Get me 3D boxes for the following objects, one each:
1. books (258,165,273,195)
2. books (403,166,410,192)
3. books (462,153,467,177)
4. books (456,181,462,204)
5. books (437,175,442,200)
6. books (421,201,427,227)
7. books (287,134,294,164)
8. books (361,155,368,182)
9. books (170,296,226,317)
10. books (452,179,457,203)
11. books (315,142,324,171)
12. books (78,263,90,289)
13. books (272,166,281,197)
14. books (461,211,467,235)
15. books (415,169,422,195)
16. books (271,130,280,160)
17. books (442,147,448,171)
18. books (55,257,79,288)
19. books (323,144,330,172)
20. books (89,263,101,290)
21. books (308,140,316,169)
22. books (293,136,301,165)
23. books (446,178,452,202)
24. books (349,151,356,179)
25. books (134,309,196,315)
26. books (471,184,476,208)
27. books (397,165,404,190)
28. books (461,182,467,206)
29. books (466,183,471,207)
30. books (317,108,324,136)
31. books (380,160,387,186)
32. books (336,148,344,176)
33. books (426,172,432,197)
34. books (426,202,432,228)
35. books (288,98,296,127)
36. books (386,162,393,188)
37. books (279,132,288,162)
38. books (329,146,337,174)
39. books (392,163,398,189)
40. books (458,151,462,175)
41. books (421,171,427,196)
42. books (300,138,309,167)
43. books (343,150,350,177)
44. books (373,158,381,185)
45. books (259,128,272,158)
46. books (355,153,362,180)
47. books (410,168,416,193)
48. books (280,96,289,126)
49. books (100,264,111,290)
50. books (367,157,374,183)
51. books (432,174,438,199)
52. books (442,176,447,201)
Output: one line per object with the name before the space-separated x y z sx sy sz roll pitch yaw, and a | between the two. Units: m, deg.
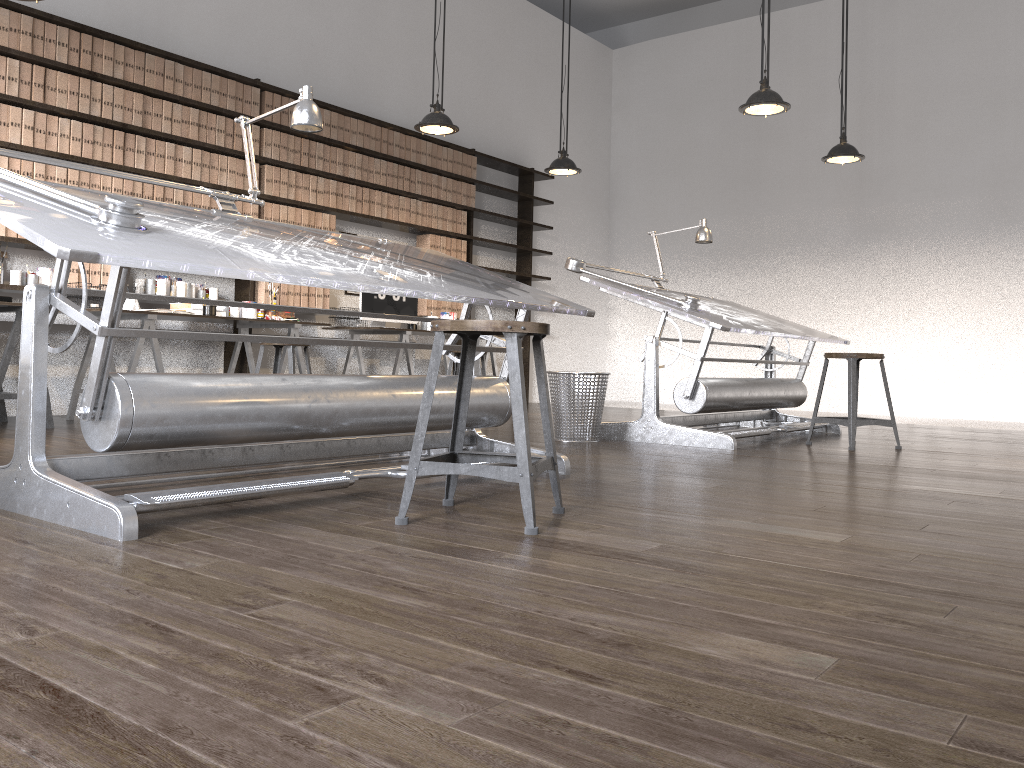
books | -1.874 -1.517 6.639 0.174 0.226 0.066 1 -1 37
books | -0.983 -1.790 7.795 0.174 0.226 0.067 1 -1 37
books | -0.514 -2.069 8.412 0.174 0.226 0.066 1 -1 37
books | -0.563 -1.791 8.352 0.174 0.226 0.066 1 -1 37
books | -0.729 -1.791 8.132 0.174 0.226 0.066 1 -1 37
books | -0.855 -1.521 7.972 0.174 0.226 0.066 1 -1 37
books | -1.754 -1.787 6.794 0.174 0.226 0.066 1 -1 37
books | -1.288 -1.789 7.403 0.174 0.226 0.066 1 -1 37
books | -2.056 -0.505 5.876 0.385 0.148 0.294 2 1 37
books | -0.604 -1.791 8.295 0.174 0.226 0.066 1 -1 37
books | -1.579 -1.787 7.019 0.174 0.226 0.066 1 -1 37
books | -2.719 -0.693 5.542 0.174 0.226 0.066 1 -1 37
books | -1.832 -1.517 6.686 0.174 0.226 0.067 1 -1 37
books | -0.516 -1.522 8.406 0.174 0.226 0.066 1 -1 37
books | -0.894 -1.790 7.911 0.174 0.226 0.066 1 -1 37
books | -1.833 -1.786 6.684 0.174 0.226 0.066 1 -1 37
books | -0.684 -2.068 8.187 0.174 0.226 0.066 1 -1 37
books | -2.756 -0.693 5.485 0.174 0.226 0.067 1 -1 37
books | -1.539 -1.788 7.078 0.174 0.226 0.066 1 -1 37
books | -2.676 -0.693 5.598 0.174 0.226 0.066 1 -1 37
books | -1.626 -1.787 6.966 0.174 0.226 0.066 1 -1 37
books | -1.716 -1.787 6.847 0.174 0.226 0.066 1 -1 37
books | -0.644 -1.791 8.237 0.174 0.226 0.067 1 -1 37
books | -1.374 -1.788 7.289 0.174 0.226 0.066 1 -1 37
books | -2.158 -0.443 5.452 0.256 0.029 0.354 2 2 38
books | -0.439 -1.791 8.507 0.174 0.226 0.066 1 -1 37
books | -1.032 -1.789 7.740 0.174 0.226 0.066 1 -1 37
books | -0.515 -1.791 8.403 0.174 0.226 0.067 1 -1 37
books | -0.479 -1.792 8.459 0.174 0.226 0.066 1 -1 37
books | -1.573 -2.065 7.030 0.174 0.226 0.066 1 -1 37
books | -1.155 -1.789 7.568 0.174 0.226 0.066 1 -1 37
books | -1.450 -1.788 7.184 0.174 0.226 0.067 1 -1 37
books | -0.812 -1.790 8.026 0.174 0.226 0.066 1 -1 37
books | -0.811 -1.521 8.026 0.174 0.226 0.066 1 -1 37
books | -1.739 -2.064 6.809 0.174 0.226 0.066 1 -1 37
books | -1.111 -1.789 7.625 0.174 0.226 0.067 1 -1 37
books | -1.789 -1.787 6.741 0.174 0.226 0.067 1 -1 37
books | -1.496 -1.788 7.134 0.174 0.226 0.066 1 -1 37
books | -1.076 -1.789 7.678 0.174 0.226 0.066 1 -1 37
books | -0.558 -2.069 8.352 0.174 0.226 0.066 1 -1 37
books | -0.855 -1.790 7.970 0.174 0.226 0.066 1 -1 37
books | -1.667 -1.787 6.903 0.174 0.226 0.067 1 -1 37
books | -1.413 -1.788 7.240 0.174 0.226 0.066 1 -1 37
books | -1.202 -1.789 7.512 0.174 0.226 0.066 1 -1 37
books | -1.880 -1.786 6.628 0.174 0.226 0.066 1 -1 37
books | -1.328 -1.788 7.345 0.174 0.226 0.067 1 -1 37
books | -0.941 -1.790 7.858 0.174 0.226 0.066 1 -1 37
books | -1.786 -2.064 6.756 0.174 0.226 0.066 1 -1 37
books | -2.630 -0.693 5.652 0.174 0.226 0.066 1 -1 37
books | -1.248 -1.789 7.459 0.174 0.226 0.066 1 -1 37
books | -0.766 -1.790 8.076 0.174 0.226 0.067 1 -1 37
books | -0.689 -1.791 8.181 0.174 0.226 0.066 1 -1 37
